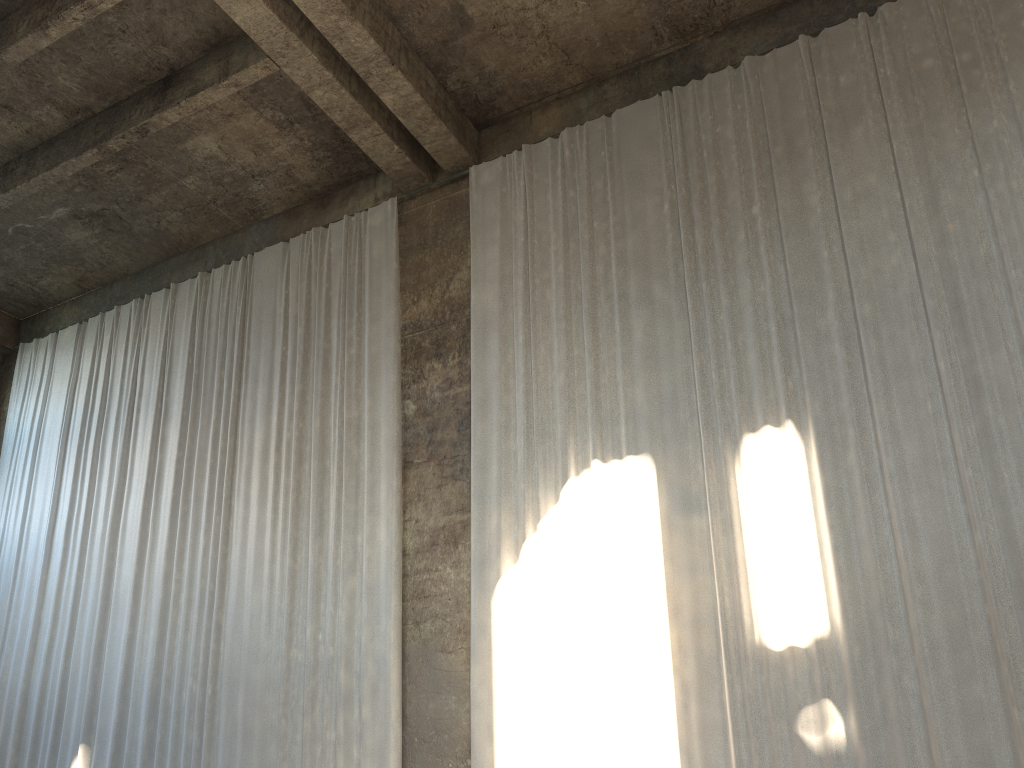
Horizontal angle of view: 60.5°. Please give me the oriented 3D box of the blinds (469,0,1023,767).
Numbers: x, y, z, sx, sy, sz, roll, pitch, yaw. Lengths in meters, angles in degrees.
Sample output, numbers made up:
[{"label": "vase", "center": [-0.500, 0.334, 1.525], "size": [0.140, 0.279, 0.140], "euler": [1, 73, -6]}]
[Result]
[{"label": "blinds", "center": [2.940, 0.305, 7.889], "size": [7.918, 8.268, 0.284], "euler": [-14, -23, 27]}]

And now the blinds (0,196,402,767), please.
[{"label": "blinds", "center": [-4.728, 2.322, 11.657], "size": [7.907, 8.268, 0.284], "euler": [-13, -23, 25]}]
